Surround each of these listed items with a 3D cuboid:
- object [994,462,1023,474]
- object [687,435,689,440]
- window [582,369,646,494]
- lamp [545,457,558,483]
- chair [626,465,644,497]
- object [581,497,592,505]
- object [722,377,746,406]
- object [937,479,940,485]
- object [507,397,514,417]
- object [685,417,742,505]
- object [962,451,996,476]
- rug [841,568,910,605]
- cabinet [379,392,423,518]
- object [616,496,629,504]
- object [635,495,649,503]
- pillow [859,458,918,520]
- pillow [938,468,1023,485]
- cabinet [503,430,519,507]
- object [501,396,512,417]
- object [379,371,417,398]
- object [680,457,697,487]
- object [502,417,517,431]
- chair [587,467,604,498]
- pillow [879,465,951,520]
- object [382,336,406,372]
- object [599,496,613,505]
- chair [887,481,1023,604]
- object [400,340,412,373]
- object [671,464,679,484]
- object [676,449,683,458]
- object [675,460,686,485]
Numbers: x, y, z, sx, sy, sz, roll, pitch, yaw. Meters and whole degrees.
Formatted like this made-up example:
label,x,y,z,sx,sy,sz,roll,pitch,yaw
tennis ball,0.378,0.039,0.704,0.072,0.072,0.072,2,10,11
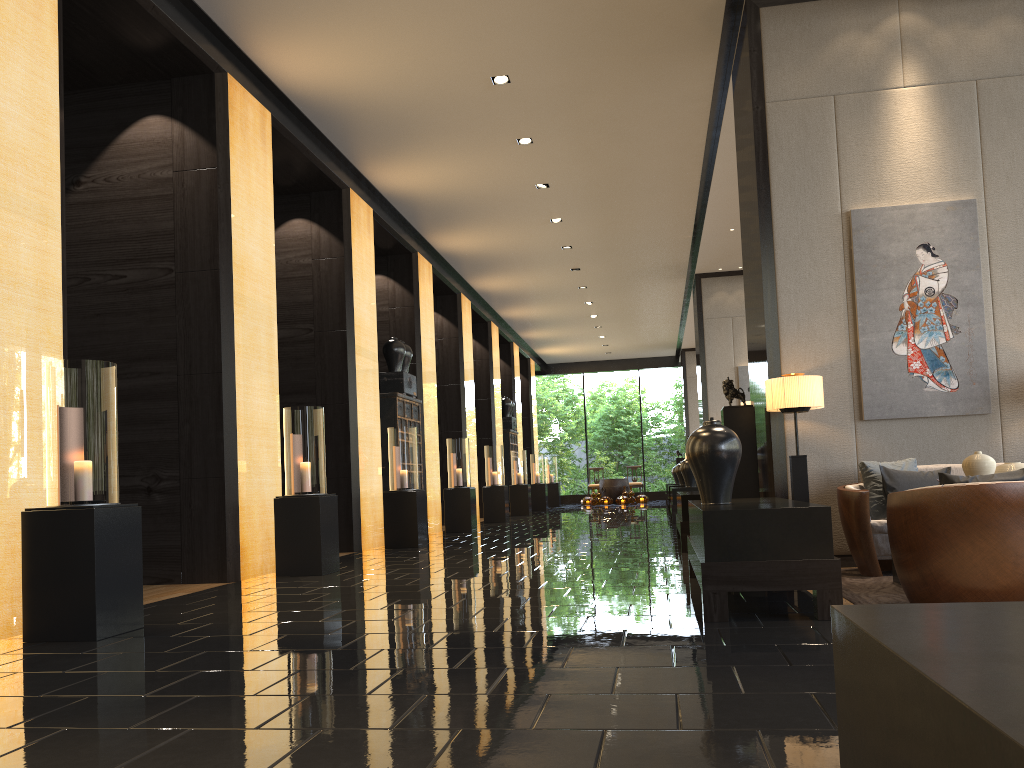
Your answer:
label,x,y,z,sx,sy,sz,roll,pitch,yaw
object,2.830,0.527,4.994,0.245,0.167,0.246,-4,-6,12
object,3.202,1.015,15.822,0.161,0.217,0.102,-2,-4,-3
window,2.293,-0.219,11.607,12.059,4.211,32.009,-3,-6,9
lamp,1.109,2.413,24.855,0.336,0.727,0.338,-2,-4,-3
chair,3.635,2.959,26.228,0.520,1.072,0.538,-3,-4,9
object,2.177,3.354,25.443,0.370,0.228,0.370,-5,-6,27
object,1.750,0.062,6.982,0.176,0.245,0.116,-3,-4,9
object,2.494,0.576,5.081,0.091,0.111,0.091,0,-5,-28
object,-0.097,0.563,20.916,0.311,0.491,0.313,-2,-4,-10
object,1.144,0.434,5.011,0.312,0.491,0.312,-5,-5,28
object,2.625,0.496,4.972,0.171,0.235,0.171,-7,-6,44
rug,2.796,1.118,4.918,1.959,0.008,2.250,-3,-7,9
cabinet,-1.599,1.141,11.959,0.548,1.916,1.191,-3,-4,9
object,3.086,3.233,24.712,0.370,0.228,0.371,-4,-6,12
object,3.695,3.260,25.178,0.369,0.228,0.371,-1,-6,-18
pillow,2.554,0.698,5.923,0.433,0.398,0.202,-1,-4,-12
pillow,2.178,0.532,4.024,0.442,0.337,0.205,-4,-4,16
cabinet,-0.168,2.065,20.651,0.548,1.916,1.191,-3,-4,9
object,-0.151,0.529,20.588,0.311,0.491,0.313,-1,-4,-17
object,-1.531,0.024,12.028,0.365,0.314,0.608,-3,-6,9
object,2.797,1.368,13.876,0.312,0.491,0.312,-5,-5,28
object,-0.100,0.948,20.721,0.365,0.314,0.608,-3,-6,9
chair,2.523,3.027,26.409,0.520,1.072,0.538,-3,-4,9
pillow,2.629,0.696,5.753,0.472,0.360,0.220,-3,-4,6
object,-1.583,-0.395,11.895,0.311,0.491,0.313,-1,-4,-24
object,2.631,3.260,24.781,0.370,0.228,0.370,-6,-6,31
chair,2.210,0.756,4.130,0.804,0.602,0.608,-3,-5,9
object,-1.529,-0.360,12.223,0.311,0.491,0.313,-2,-4,-10
object,4.263,2.314,22.781,0.312,0.491,0.312,-5,-5,28
object,4.661,1.942,24.663,0.176,0.245,0.116,-4,-4,14
object,3.422,1.771,17.674,0.312,0.491,0.312,-5,-5,28
